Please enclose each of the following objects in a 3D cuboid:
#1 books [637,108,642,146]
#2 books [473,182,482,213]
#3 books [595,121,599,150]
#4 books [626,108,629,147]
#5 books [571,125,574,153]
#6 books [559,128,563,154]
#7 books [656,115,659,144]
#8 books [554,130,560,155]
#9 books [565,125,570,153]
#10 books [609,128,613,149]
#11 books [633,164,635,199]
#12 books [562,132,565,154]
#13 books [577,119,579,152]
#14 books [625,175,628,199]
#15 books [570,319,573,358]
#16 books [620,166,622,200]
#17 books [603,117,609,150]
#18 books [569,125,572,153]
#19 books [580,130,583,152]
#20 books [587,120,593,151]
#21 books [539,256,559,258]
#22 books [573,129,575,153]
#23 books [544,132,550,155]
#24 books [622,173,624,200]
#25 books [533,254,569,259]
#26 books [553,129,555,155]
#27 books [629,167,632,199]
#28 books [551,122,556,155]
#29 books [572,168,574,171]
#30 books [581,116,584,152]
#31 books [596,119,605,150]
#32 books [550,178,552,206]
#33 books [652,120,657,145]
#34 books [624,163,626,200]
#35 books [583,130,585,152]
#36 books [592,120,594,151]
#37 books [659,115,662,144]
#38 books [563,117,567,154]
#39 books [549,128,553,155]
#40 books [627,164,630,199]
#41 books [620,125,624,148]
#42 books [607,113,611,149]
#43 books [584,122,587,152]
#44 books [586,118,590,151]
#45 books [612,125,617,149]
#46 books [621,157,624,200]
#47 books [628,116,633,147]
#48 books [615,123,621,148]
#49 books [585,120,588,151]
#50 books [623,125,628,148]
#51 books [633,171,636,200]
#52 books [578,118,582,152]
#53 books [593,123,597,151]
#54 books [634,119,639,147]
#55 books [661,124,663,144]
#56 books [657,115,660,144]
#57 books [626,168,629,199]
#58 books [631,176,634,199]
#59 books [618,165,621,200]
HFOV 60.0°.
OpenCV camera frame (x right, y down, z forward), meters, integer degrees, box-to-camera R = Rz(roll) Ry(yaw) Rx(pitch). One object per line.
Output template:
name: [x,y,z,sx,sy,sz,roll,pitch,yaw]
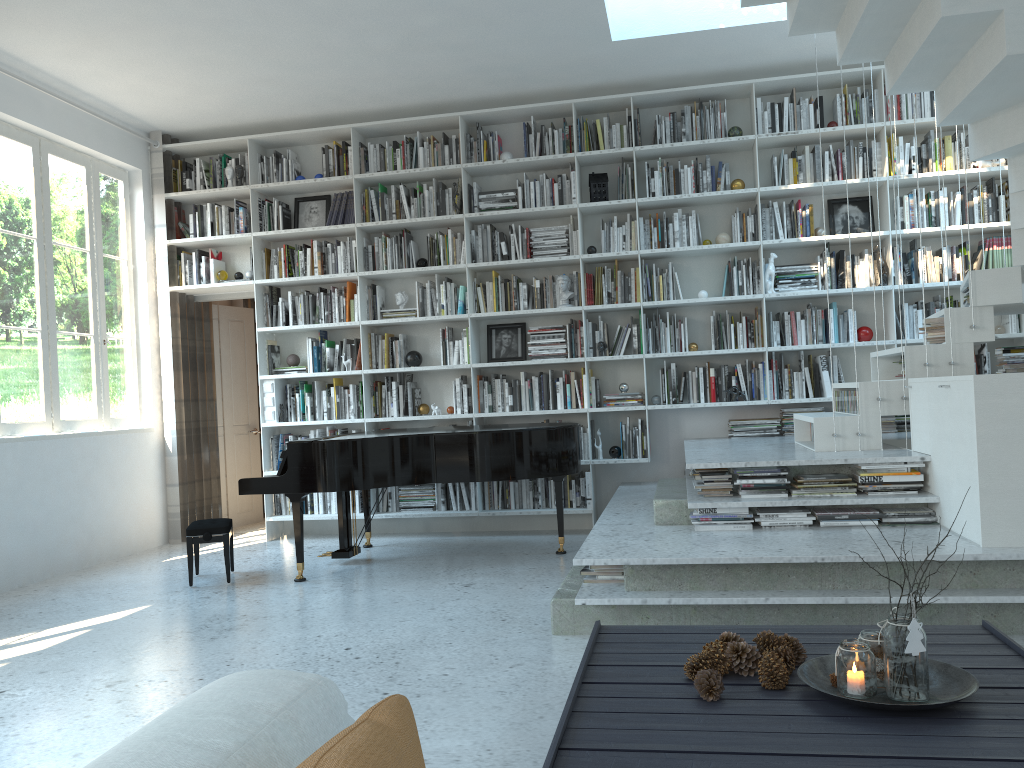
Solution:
books: [0.930,-1.831,6.459,0.019,0.304,0.176,-3,0,11]
books: [-0.255,-1.375,6.683,0.021,0.249,0.191,-3,-1,11]
books: [0.632,-1.795,6.553,0.007,0.264,0.133,-3,0,11]
books: [0.854,-1.840,6.506,0.012,0.329,0.128,-3,0,11]
books: [0.457,-1.774,6.567,0.014,0.239,0.153,-3,0,11]
books: [0.374,-1.767,6.602,0.026,0.233,0.137,-3,0,11]
books: [1.060,-1.808,6.445,0.009,0.244,0.173,-3,0,11]
books: [0.342,-1.750,6.563,0.023,0.202,0.193,-3,-1,11]
books: [0.422,-1.775,6.572,0.028,0.244,0.161,-3,0,11]
books: [0.735,-1.759,6.501,0.022,0.180,0.173,-3,-1,11]
books: [0.897,-1.457,6.497,0.005,0.292,0.130,-3,0,11]
books: [0.393,-1.753,6.592,0.014,0.204,0.135,-3,0,11]
books: [0.500,-1.799,6.568,0.012,0.285,0.159,-3,0,11]
books: [0.842,-1.413,6.497,0.013,0.210,0.140,-3,0,11]
books: [0.453,-0.332,6.597,0.011,0.299,0.130,-3,0,11]
books: [0.803,-1.442,6.491,0.022,0.272,0.181,-3,0,11]
books: [0.701,-1.804,6.528,0.030,0.274,0.151,-3,0,11]
books: [0.444,-1.776,6.578,0.014,0.244,0.145,-3,0,11]
books: [0.524,-1.760,6.567,0.016,0.204,0.143,-3,0,11]
books: [0.585,-1.792,6.536,0.034,0.261,0.157,-3,0,11]
books: [0.295,-0.930,6.601,0.254,0.012,0.161,-3,-1,7]
books: [0.475,-1.784,6.571,0.022,0.257,0.136,-3,0,11]
books: [0.273,-1.747,6.593,0.033,0.203,0.166,-3,-1,11]
books: [0.820,-1.415,6.503,0.024,0.217,0.169,-3,-1,11]
books: [0.295,-0.942,6.604,0.254,0.012,0.161,-3,-1,14]
books: [0.328,-1.756,6.583,0.012,0.217,0.179,-3,-1,11]
books: [0.868,-1.434,6.468,0.013,0.248,0.186,-3,-1,11]
books: [0.314,-1.783,6.575,0.010,0.270,0.180,-3,0,11]
books: [0.463,-1.437,6.583,0.010,0.299,0.133,-3,0,11]
books: [0.530,-1.807,6.548,0.007,0.298,0.181,-3,0,11]
books: [0.656,-1.792,6.516,0.054,0.254,0.190,-3,-1,11]
books: [0.303,-1.398,6.609,0.011,0.239,0.139,-3,0,11]
books: [1.033,-1.787,6.443,0.046,0.206,0.183,-3,-1,11]
books: [0.824,-1.451,6.481,0.021,0.288,0.179,-3,0,11]
books: [0.544,-1.755,6.552,0.015,0.192,0.160,-3,-1,11]
books: [0.607,-1.793,6.540,0.008,0.262,0.142,-3,0,11]
books: [1.084,-1.814,6.459,0.012,0.255,0.133,-3,0,11]
books: [0.402,-1.806,6.584,0.012,0.308,0.138,-3,0,11]
books: [0.301,-1.765,6.593,0.023,0.236,0.154,-3,0,11]
books: [0.862,-1.453,6.511,0.013,0.289,0.131,-3,0,11]
books: [0.815,-1.775,6.504,0.025,0.203,0.162,-3,-1,11]
books: [0.716,-1.817,6.508,0.010,0.297,0.167,-3,0,11]
books: [0.550,-1.779,6.525,0.007,0.239,0.191,-3,-1,11]
books: [0.566,-1.800,6.549,0.007,0.279,0.150,-3,0,11]
books: [0.757,-1.771,6.498,0.024,0.201,0.180,-3,-1,11]
books: [0.812,-1.476,6.505,0.025,0.339,0.143,-3,0,11]
books: [0.870,-1.803,6.470,0.029,0.253,0.186,-3,0,11]
books: [0.783,-1.778,6.489,0.031,0.213,0.169,-3,-1,11]
books: [0.558,-1.790,6.539,0.006,0.259,0.166,-3,0,11]
books: [0.837,-1.771,6.492,0.022,0.194,0.181,-3,-1,11]
books: [0.899,-1.418,6.462,0.008,0.214,0.223,-3,-1,11]
books: [0.506,-1.797,6.548,0.008,0.278,0.170,-3,0,11]
books: [0.616,-1.780,6.520,0.015,0.234,0.171,-3,0,11]
books: [0.913,-1.793,6.471,0.033,0.229,0.175,-3,-1,11]
books: [1.094,-1.779,6.447,0.009,0.183,0.160,-3,-1,11]
books: [1.071,-1.808,6.452,0.011,0.244,0.172,-3,0,11]
books: [0.848,-1.436,6.485,0.005,0.255,0.158,-3,0,11]
books: [0.892,-1.411,6.510,0.015,0.201,0.130,-3,0,11]
books: [0.784,-1.442,6.481,0.021,0.272,0.190,-3,0,11]
